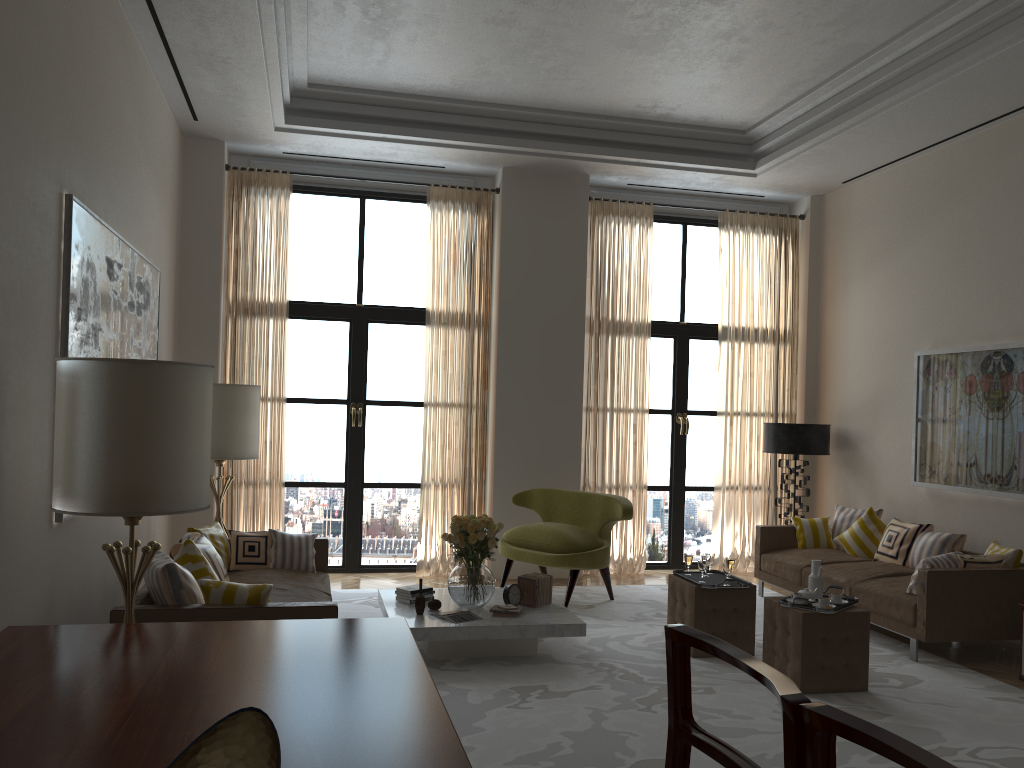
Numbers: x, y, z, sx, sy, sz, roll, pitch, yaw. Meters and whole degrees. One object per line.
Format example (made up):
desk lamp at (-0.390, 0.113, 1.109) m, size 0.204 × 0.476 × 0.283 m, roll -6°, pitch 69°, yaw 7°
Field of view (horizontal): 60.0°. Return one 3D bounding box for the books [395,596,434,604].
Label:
books at (-0.869, 1.915, 7.924) m, size 0.207 × 0.035 × 0.281 m, roll 0°, pitch -3°, yaw 44°

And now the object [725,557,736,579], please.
object at (1.951, 1.651, 7.926) m, size 0.098 × 0.191 × 0.098 m, roll 2°, pitch -1°, yaw 13°

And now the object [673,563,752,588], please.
object at (1.772, 1.703, 7.890) m, size 0.491 × 0.092 × 0.802 m, roll 2°, pitch -2°, yaw -13°

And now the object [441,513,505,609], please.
object at (-0.322, 1.552, 7.761) m, size 0.540 × 0.821 × 0.627 m, roll 2°, pitch -1°, yaw -17°

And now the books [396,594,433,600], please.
books at (-0.868, 1.885, 7.913) m, size 0.207 × 0.024 × 0.262 m, roll 0°, pitch -2°, yaw 40°

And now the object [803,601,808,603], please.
object at (2.277, 1.687, 6.857) m, size 0.052 × 0.027 × 0.080 m, roll 1°, pitch -2°, yaw 34°

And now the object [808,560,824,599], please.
object at (2.458, 1.578, 7.167) m, size 0.113 × 0.305 × 0.125 m, roll 2°, pitch 0°, yaw 24°

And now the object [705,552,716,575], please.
object at (1.823, 1.654, 8.162) m, size 0.098 × 0.191 × 0.098 m, roll 1°, pitch -1°, yaw 34°

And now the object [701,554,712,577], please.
object at (1.758, 1.648, 8.035) m, size 0.098 × 0.191 × 0.098 m, roll 2°, pitch -1°, yaw -13°

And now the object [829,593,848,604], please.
object at (2.565, 1.695, 7.006) m, size 0.176 × 0.067 × 0.176 m, roll 2°, pitch -2°, yaw -14°

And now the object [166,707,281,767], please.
object at (-0.721, 0.995, 2.015) m, size 0.331 × 0.164 × 1.084 m, roll 2°, pitch -2°, yaw -2°

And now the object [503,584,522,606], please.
object at (0.005, 1.857, 7.782) m, size 0.082 × 0.209 × 0.205 m, roll 1°, pitch -1°, yaw 38°

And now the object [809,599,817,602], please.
object at (2.391, 1.694, 6.911) m, size 0.186 × 0.026 × 0.041 m, roll 2°, pitch -1°, yaw -5°

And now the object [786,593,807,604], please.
object at (2.229, 1.668, 6.902) m, size 0.176 × 0.067 × 0.176 m, roll 3°, pitch -2°, yaw -37°

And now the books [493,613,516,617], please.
books at (-0.056, 1.939, 7.527) m, size 0.197 × 0.024 × 0.256 m, roll 2°, pitch -2°, yaw 5°

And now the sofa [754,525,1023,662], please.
sofa at (3.823, 2.057, 9.126) m, size 1.352 × 0.819 × 2.980 m, roll 2°, pitch -2°, yaw -13°

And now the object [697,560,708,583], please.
object at (1.660, 1.636, 7.732) m, size 0.098 × 0.191 × 0.098 m, roll 2°, pitch -1°, yaw 13°

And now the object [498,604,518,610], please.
object at (-0.034, 1.895, 7.538) m, size 0.139 × 0.019 × 0.137 m, roll 3°, pitch -2°, yaw -29°

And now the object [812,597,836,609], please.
object at (2.397, 1.682, 6.812) m, size 0.176 × 0.067 × 0.176 m, roll 2°, pitch -2°, yaw -11°

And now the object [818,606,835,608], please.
object at (2.390, 1.701, 6.745) m, size 0.187 × 0.015 × 0.041 m, roll 3°, pitch -2°, yaw -26°

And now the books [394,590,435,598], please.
books at (-0.868, 1.861, 7.926) m, size 0.229 × 0.024 × 0.281 m, roll 0°, pitch -2°, yaw 42°

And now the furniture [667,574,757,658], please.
furniture at (1.767, 2.050, 7.894) m, size 0.614 × 0.616 × 0.614 m, roll 2°, pitch -1°, yaw -13°

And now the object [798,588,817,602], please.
object at (2.344, 1.671, 7.050) m, size 0.176 × 0.105 × 0.136 m, roll 2°, pitch -1°, yaw -17°

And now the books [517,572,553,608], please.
books at (0.204, 1.841, 7.935) m, size 0.210 × 0.264 × 0.282 m, roll 1°, pitch -1°, yaw 37°

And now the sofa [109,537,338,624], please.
sofa at (-2.067, 1.809, 6.850) m, size 1.352 × 0.819 × 2.980 m, roll 2°, pitch -2°, yaw -13°

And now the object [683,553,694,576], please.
object at (1.607, 1.645, 8.075) m, size 0.098 × 0.191 × 0.098 m, roll 2°, pitch -1°, yaw -30°

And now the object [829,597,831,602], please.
object at (2.532, 1.718, 7.064) m, size 0.041 × 0.015 × 0.187 m, roll 1°, pitch -2°, yaw 29°

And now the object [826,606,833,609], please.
object at (2.402, 1.699, 6.711) m, size 0.053 × 0.026 × 0.049 m, roll 2°, pitch -2°, yaw -11°

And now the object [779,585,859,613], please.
object at (2.421, 1.682, 6.983) m, size 0.441 × 0.101 × 0.721 m, roll 0°, pitch -2°, yaw 41°

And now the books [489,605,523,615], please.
books at (-0.045, 1.916, 7.530) m, size 0.255 × 0.026 × 0.202 m, roll 1°, pitch -2°, yaw 12°

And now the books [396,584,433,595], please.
books at (-0.872, 1.833, 7.916) m, size 0.207 × 0.030 × 0.260 m, roll 0°, pitch -3°, yaw 44°

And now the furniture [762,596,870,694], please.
furniture at (2.381, 2.038, 6.978) m, size 0.614 × 0.616 × 0.614 m, roll 2°, pitch -1°, yaw -13°

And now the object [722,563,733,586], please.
object at (1.849, 1.638, 7.615) m, size 0.098 × 0.191 × 0.098 m, roll 2°, pitch -1°, yaw -13°

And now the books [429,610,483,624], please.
books at (-0.462, 1.916, 7.357) m, size 0.281 × 0.038 × 0.384 m, roll 3°, pitch -2°, yaw -40°
